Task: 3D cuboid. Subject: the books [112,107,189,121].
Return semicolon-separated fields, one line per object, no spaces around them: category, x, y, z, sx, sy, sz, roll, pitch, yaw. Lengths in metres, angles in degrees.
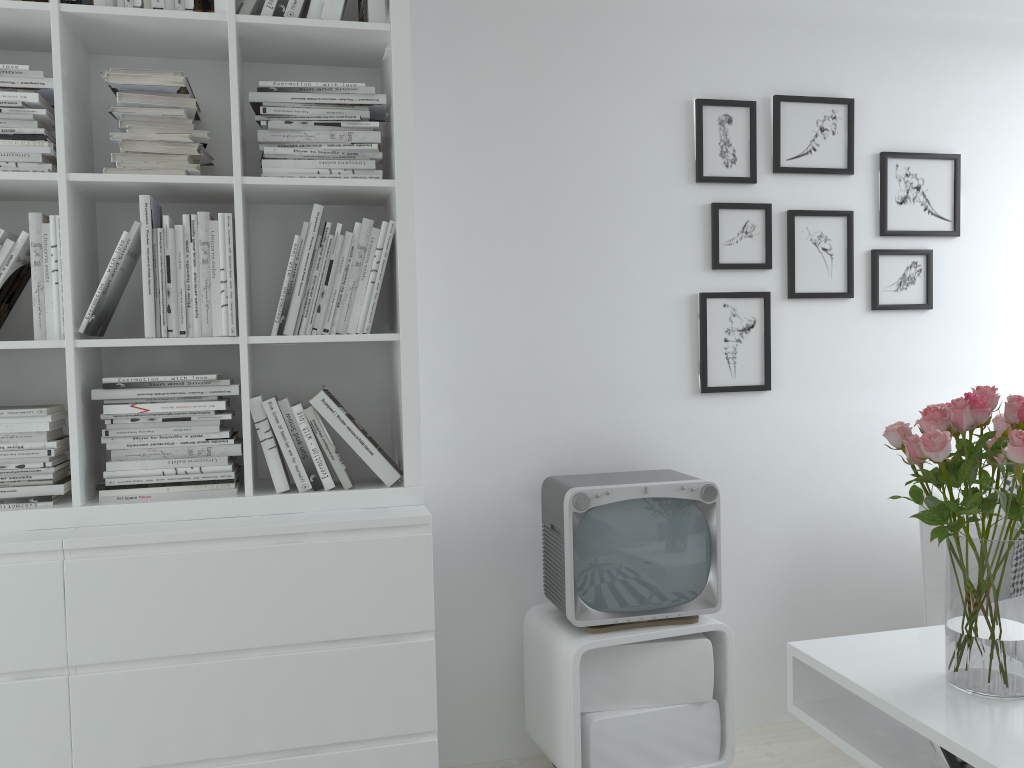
books;-0.874;-0.638;2.190;0.159;0.012;0.285;-2;2;-13

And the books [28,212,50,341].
books;-1.116;-0.250;2.135;0.028;0.296;0.180;-2;2;-13

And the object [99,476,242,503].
object;-0.848;0.263;2.231;0.314;0.014;0.232;-2;2;-14

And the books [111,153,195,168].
books;-0.874;-0.531;2.201;0.174;0.021;0.273;-2;2;-13

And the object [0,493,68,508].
object;-1.210;0.280;2.110;0.254;0.012;0.161;-2;2;-13

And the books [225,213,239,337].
books;-0.684;-0.260;2.174;0.016;0.288;0.182;-2;2;-13

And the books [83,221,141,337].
books;-0.939;-0.246;2.115;0.131;0.263;0.159;-2;2;-13

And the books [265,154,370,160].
books;-0.496;-0.560;2.259;0.254;0.013;0.161;-2;2;-13

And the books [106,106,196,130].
books;-0.888;-0.650;2.209;0.161;0.013;0.256;-2;2;-9

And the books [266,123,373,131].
books;-0.492;-0.630;2.250;0.254;0.012;0.161;-2;2;-18

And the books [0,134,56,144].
books;-1.243;-0.562;2.113;0.312;0.012;0.251;-2;2;-13

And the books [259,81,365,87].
books;-0.499;-0.735;2.246;0.254;0.012;0.161;-2;2;-9

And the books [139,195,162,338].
books;-0.866;-0.275;2.142;0.025;0.331;0.176;-2;2;-13

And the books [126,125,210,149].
books;-0.860;-0.594;2.205;0.182;0.016;0.288;-2;3;-23

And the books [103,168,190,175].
books;-0.882;-0.495;2.192;0.182;0.016;0.288;-2;2;-13

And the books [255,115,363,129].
books;-0.503;-0.654;2.245;0.256;0.013;0.161;-2;2;-4

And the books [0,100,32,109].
books;-1.245;-0.634;2.065;0.256;0.013;0.161;-2;2;-9

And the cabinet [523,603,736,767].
cabinet;0.314;0.865;2.437;0.467;0.477;0.350;-2;3;-20

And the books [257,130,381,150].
books;-0.484;-0.610;2.259;0.296;0.028;0.180;-2;2;-9

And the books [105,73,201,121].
books;-0.876;-0.702;2.191;0.176;0.025;0.331;-2;2;-13

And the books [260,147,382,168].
books;-0.492;-0.574;2.275;0.288;0.016;0.182;-2;2;-18

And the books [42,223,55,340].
books;-1.093;-0.238;2.139;0.021;0.273;0.174;-2;2;-13

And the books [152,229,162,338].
books;-0.848;-0.238;2.148;0.013;0.254;0.161;-2;2;-13

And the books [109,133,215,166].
books;-0.857;-0.578;2.195;0.182;0.016;0.288;-2;2;-9

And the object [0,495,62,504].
object;-1.224;0.268;2.102;0.285;0.012;0.159;-2;2;-13

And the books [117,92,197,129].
books;-0.881;-0.666;2.194;0.174;0.021;0.273;-2;3;-23

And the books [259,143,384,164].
books;-0.482;-0.590;2.275;0.288;0.016;0.182;-2;2;-4

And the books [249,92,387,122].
books;-0.487;-0.703;2.255;0.331;0.025;0.176;-2;2;-9

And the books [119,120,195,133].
books;-0.876;-0.611;2.210;0.167;0.017;0.263;-2;2;-18

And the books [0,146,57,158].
books;-1.237;-0.535;2.105;0.314;0.014;0.232;-2;2;-14

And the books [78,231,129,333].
books;-0.957;-0.237;2.115;0.118;0.235;0.161;-2;2;-13

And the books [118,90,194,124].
books;-0.879;-0.684;2.204;0.161;0.013;0.254;-2;2;-18

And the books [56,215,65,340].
books;-1.053;-0.245;2.122;0.016;0.288;0.182;-2;2;-13

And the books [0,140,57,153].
books;-1.243;-0.549;2.105;0.308;0.014;0.232;-2;2;-16

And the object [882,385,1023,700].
object;0.923;0.303;1.745;0.327;0.599;0.350;-1;2;7

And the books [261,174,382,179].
books;-0.476;-0.508;2.252;0.288;0.016;0.182;-2;2;-9

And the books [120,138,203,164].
books;-0.872;-0.555;2.196;0.180;0.028;0.296;-2;3;-23

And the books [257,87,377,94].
books;-0.483;-0.722;2.245;0.285;0.012;0.159;-2;2;-4

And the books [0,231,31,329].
books;-1.206;-0.225;2.115;0.158;0.257;0.182;-2;2;-13

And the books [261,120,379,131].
books;-0.482;-0.643;2.257;0.285;0.012;0.159;-2;2;-9

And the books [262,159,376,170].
books;-0.486;-0.542;2.260;0.273;0.021;0.174;-2;2;-9

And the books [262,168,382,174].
books;-0.484;-0.524;2.266;0.288;0.016;0.182;-2;2;-13

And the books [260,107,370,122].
books;-0.501;-0.670;2.256;0.263;0.017;0.167;-2;2;-13

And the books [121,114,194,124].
books;-0.883;-0.625;2.200;0.161;0.012;0.254;-2;3;-23

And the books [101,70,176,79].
books;-0.885;-0.721;2.185;0.159;0.012;0.285;-2;2;-9

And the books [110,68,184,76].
books;-0.886;-0.734;2.200;0.161;0.012;0.254;-2;2;-13

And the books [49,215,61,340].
books;-1.071;-0.246;2.129;0.016;0.288;0.182;-2;2;-13

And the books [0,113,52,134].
books;-1.235;-0.610;2.071;0.254;0.012;0.161;-2;2;-13

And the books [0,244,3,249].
books;-1.244;-0.208;2.083;0.137;0.226;0.161;-2;2;-13

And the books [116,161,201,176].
books;-0.869;-0.512;2.201;0.182;0.016;0.288;-2;2;-18

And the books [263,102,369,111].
books;-0.499;-0.684;2.254;0.254;0.013;0.161;-2;2;-13

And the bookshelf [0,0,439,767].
bookshelf;-1.024;-0.060;2.097;1.595;2.416;0.440;-2;2;-13

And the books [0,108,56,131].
books;-1.226;-0.623;2.079;0.285;0.012;0.159;-2;2;-13
